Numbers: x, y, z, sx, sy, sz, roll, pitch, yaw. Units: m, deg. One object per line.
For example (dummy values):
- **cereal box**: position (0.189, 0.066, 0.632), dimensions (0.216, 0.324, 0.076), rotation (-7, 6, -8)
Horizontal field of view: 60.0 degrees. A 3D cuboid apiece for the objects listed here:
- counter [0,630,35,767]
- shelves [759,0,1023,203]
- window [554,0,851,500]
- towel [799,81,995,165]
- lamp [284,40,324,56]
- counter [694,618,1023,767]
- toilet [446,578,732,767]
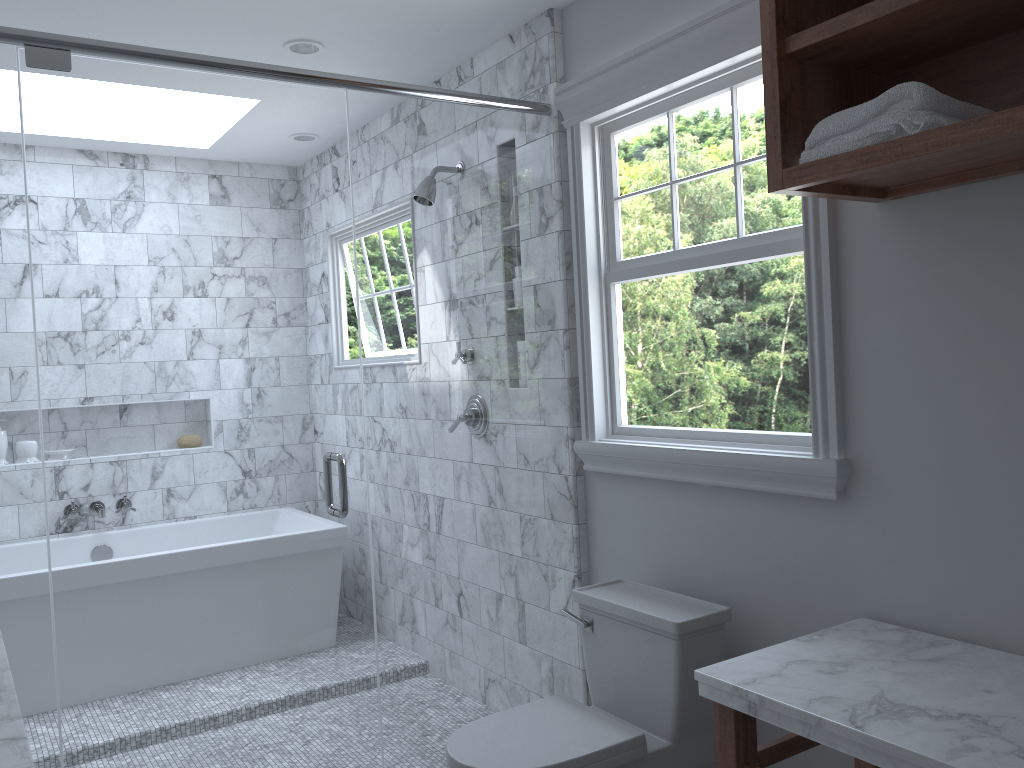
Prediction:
- **counter**: position (-0.946, 0.921, 1.118), dimensions (0.638, 0.983, 1.657), rotation (-4, 1, -33)
- **shelves**: position (0.826, -0.680, 1.606), dimensions (0.357, 0.566, 0.647), rotation (-4, 1, -33)
- **window**: position (0.510, -0.349, 2.505), dimensions (0.149, 1.248, 1.040), rotation (-4, 1, -33)
- **towel**: position (0.743, -0.480, 1.701), dimensions (0.283, 0.112, 0.305), rotation (-4, 1, -32)
- **lamp**: position (-1.474, -1.174, 3.338), dimensions (1.976, 0.050, 1.289), rotation (-4, 1, -33)
- **counter**: position (0.831, 0.956, 1.572), dimensions (0.539, 0.810, 0.828), rotation (-4, 1, -33)
- **toilet**: position (0.158, 0.967, 2.324), dimensions (0.722, 0.727, 0.490), rotation (-4, 1, -33)
